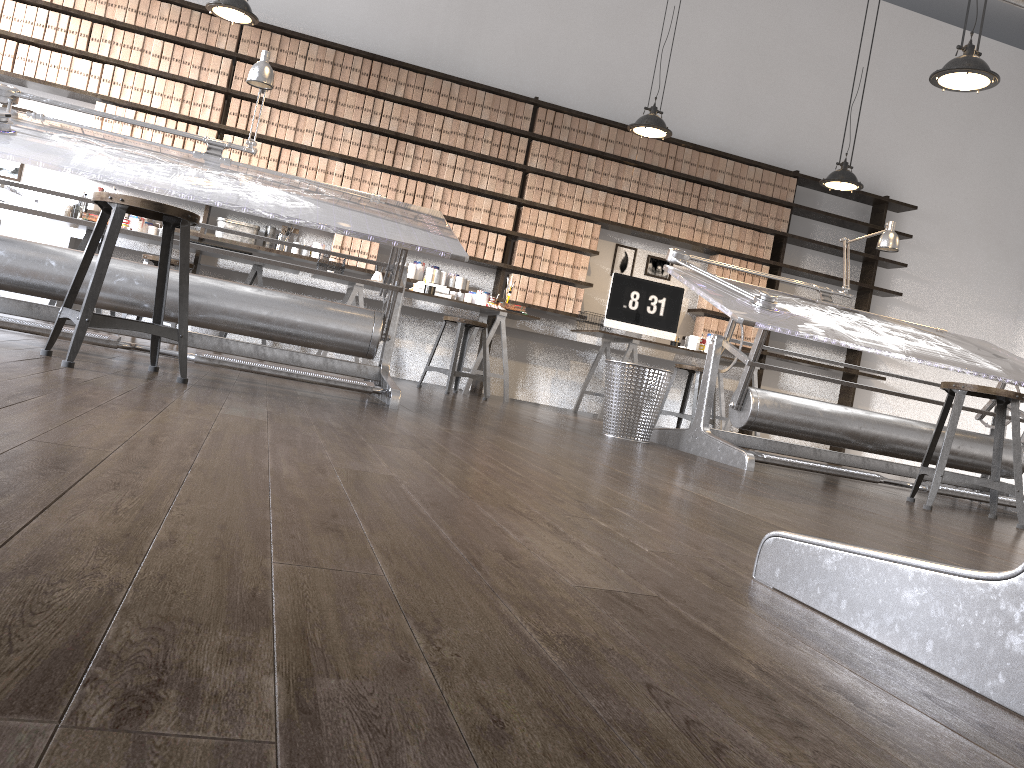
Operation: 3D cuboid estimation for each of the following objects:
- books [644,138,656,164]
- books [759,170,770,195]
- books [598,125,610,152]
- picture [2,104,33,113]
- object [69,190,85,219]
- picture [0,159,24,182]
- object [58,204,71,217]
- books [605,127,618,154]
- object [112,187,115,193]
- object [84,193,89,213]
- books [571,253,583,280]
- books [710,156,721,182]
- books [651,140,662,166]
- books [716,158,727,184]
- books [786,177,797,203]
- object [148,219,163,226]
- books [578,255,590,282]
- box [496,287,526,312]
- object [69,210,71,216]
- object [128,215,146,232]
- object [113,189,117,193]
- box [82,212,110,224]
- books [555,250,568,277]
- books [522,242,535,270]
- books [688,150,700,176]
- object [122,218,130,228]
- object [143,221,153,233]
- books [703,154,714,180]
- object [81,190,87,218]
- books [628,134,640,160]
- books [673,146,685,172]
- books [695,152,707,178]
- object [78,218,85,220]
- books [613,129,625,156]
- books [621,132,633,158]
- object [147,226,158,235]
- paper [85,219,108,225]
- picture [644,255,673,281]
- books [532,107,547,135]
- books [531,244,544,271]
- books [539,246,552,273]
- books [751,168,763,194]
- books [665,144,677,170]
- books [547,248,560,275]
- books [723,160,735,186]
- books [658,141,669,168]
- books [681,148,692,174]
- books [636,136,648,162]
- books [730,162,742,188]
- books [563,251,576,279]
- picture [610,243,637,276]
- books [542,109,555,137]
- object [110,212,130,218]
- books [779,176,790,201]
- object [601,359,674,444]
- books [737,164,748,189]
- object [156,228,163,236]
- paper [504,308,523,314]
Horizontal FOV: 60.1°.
[{"bbox_3d":[1.144,-1.971,7.562,0.067,0.226,0.175,11,-1,-16],"label":"books"},{"bbox_3d":[2.197,-1.773,7.859,0.067,0.226,0.175,11,-1,-16],"label":"books"},{"bbox_3d":[0.739,-2.047,7.451,0.066,0.226,0.175,11,-1,-16],"label":"books"},{"bbox_3d":[-3.607,-1.865,6.413,0.201,0.285,0.022,11,-2,-16],"label":"picture"},{"bbox_3d":[-2.981,-1.217,6.074,0.069,0.230,0.068,12,-2,-19],"label":"object"},{"bbox_3d":[-3.671,-1.578,6.398,0.250,0.184,0.023,11,-2,-16],"label":"picture"},{"bbox_3d":[-3.055,-1.168,6.040,0.068,0.104,0.068,11,-1,-11],"label":"object"},{"bbox_3d":[0.808,-2.034,7.468,0.067,0.226,0.175,11,-1,-16],"label":"books"},{"bbox_3d":[-2.818,-1.274,6.215,0.007,0.228,0.021,11,-2,-4],"label":"object"},{"bbox_3d":[-3.023,-1.227,6.224,0.069,0.230,0.068,12,-2,-19],"label":"object"},{"bbox_3d":[0.514,-0.971,7.405,0.066,0.226,0.175,11,-1,-16],"label":"books"},{"bbox_3d":[1.733,-1.861,7.733,0.066,0.226,0.175,11,-1,-16],"label":"books"},{"bbox_3d":[1.202,-1.960,7.583,0.066,0.226,0.175,11,-1,-16],"label":"books"},{"bbox_3d":[1.792,-1.849,7.748,0.066,0.226,0.175,11,-1,-16],"label":"books"},{"bbox_3d":[2.458,-1.724,7.936,0.066,0.226,0.174,11,-1,-16],"label":"books"},{"bbox_3d":[-2.600,-1.217,6.544,0.237,0.162,0.106,11,-1,40],"label":"object"},{"bbox_3d":[0.574,-0.959,7.420,0.066,0.226,0.175,11,-1,-16],"label":"books"},{"bbox_3d":[-0.003,-0.649,6.981,0.211,0.207,0.138,11,-1,-15],"label":"box"},{"bbox_3d":[-3.085,-1.174,6.112,0.069,0.103,0.069,11,-1,-20],"label":"object"},{"bbox_3d":[-2.654,-1.108,6.248,0.104,0.142,0.104,11,-1,-23],"label":"object"},{"bbox_3d":[-2.809,-1.264,6.194,0.055,0.214,0.007,10,-2,20],"label":"object"},{"bbox_3d":[-2.873,-1.126,6.172,0.211,0.083,0.138,11,0,-16],"label":"box"},{"bbox_3d":[0.387,-0.995,7.370,0.066,0.226,0.175,11,-1,-16],"label":"books"},{"bbox_3d":[0.116,-1.046,7.289,0.067,0.226,0.175,11,-1,-16],"label":"books"},{"bbox_3d":[1.538,-1.897,7.680,0.066,0.226,0.174,11,-1,-16],"label":"books"},{"bbox_3d":[-2.709,-1.104,6.192,0.049,0.112,0.049,11,-2,-19],"label":"object"},{"bbox_3d":[-2.638,-1.101,6.363,0.094,0.128,0.094,11,-1,-12],"label":"object"},{"bbox_3d":[1.671,-1.872,7.711,0.067,0.226,0.175,11,-1,-16],"label":"books"},{"bbox_3d":[-3.000,-1.226,6.143,0.069,0.238,0.068,12,-2,-19],"label":"object"},{"bbox_3d":[1.006,-1.997,7.526,0.066,0.226,0.174,11,-1,-16],"label":"books"},{"bbox_3d":[1.404,-1.922,7.642,0.066,0.226,0.175,11,-1,-16],"label":"books"},{"bbox_3d":[1.606,-1.884,7.698,0.066,0.226,0.175,11,-1,-16],"label":"books"},{"bbox_3d":[-2.944,-1.112,6.058,0.049,0.037,0.049,11,0,-19],"label":"object"},{"bbox_3d":[0.874,-2.022,7.491,0.066,0.226,0.175,11,-1,-16],"label":"books"},{"bbox_3d":[0.939,-2.010,7.511,0.066,0.226,0.174,11,-1,-16],"label":"books"},{"bbox_3d":[-2.557,-1.071,6.289,0.062,0.094,0.061,10,-1,24],"label":"object"},{"bbox_3d":[-2.822,-1.088,6.027,0.154,0.038,0.138,11,1,-30],"label":"paper"},{"bbox_3d":[1.291,-1.022,7.793,0.250,0.184,0.023,11,-2,-16],"label":"picture"},{"bbox_3d":[0.210,-2.147,7.305,0.066,0.226,0.175,11,-1,-16],"label":"books"},{"bbox_3d":[0.186,-1.033,7.314,0.066,0.226,0.175,11,-1,-16],"label":"books"},{"bbox_3d":[0.254,-1.020,7.328,0.066,0.226,0.174,11,-1,-16],"label":"books"},{"bbox_3d":[2.128,-1.786,7.840,0.066,0.226,0.175,11,-1,-16],"label":"books"},{"bbox_3d":[1.335,-1.935,7.617,0.067,0.226,0.175,11,-1,-16],"label":"books"},{"bbox_3d":[0.320,-1.007,7.351,0.066,0.226,0.174,11,-1,-16],"label":"books"},{"bbox_3d":[1.861,-1.836,7.766,0.067,0.226,0.175,11,-1,-16],"label":"books"},{"bbox_3d":[1.263,-1.949,7.602,0.066,0.226,0.175,11,-1,-16],"label":"books"},{"bbox_3d":[1.473,-1.909,7.657,0.066,0.226,0.174,11,-1,-16],"label":"books"},{"bbox_3d":[1.075,-1.984,7.542,0.066,0.226,0.175,11,-1,-16],"label":"books"},{"bbox_3d":[1.927,-1.824,7.788,0.066,0.226,0.175,11,-1,-16],"label":"books"},{"bbox_3d":[0.452,-0.982,7.383,0.067,0.226,0.175,11,-1,-16],"label":"books"},{"bbox_3d":[0.970,-1.061,7.704,0.201,0.285,0.022,11,-2,-16],"label":"picture"},{"bbox_3d":[0.282,-2.133,7.320,0.067,0.226,0.175,11,-1,-16],"label":"books"},{"bbox_3d":[-2.811,-1.230,6.337,0.077,0.146,0.344,11,0,7],"label":"object"},{"bbox_3d":[2.391,-1.737,7.921,0.066,0.226,0.174,11,-1,-16],"label":"books"},{"bbox_3d":[0.605,0.093,4.463,0.353,0.378,0.352,11,-1,6],"label":"object"},{"bbox_3d":[1.992,-1.812,7.809,0.066,0.226,0.174,11,-1,-16],"label":"books"},{"bbox_3d":[-2.517,-1.064,6.346,0.063,0.093,0.062,10,-2,33],"label":"object"},{"bbox_3d":[0.007,-0.556,6.826,0.155,0.038,0.137,11,1,-1],"label":"paper"}]
